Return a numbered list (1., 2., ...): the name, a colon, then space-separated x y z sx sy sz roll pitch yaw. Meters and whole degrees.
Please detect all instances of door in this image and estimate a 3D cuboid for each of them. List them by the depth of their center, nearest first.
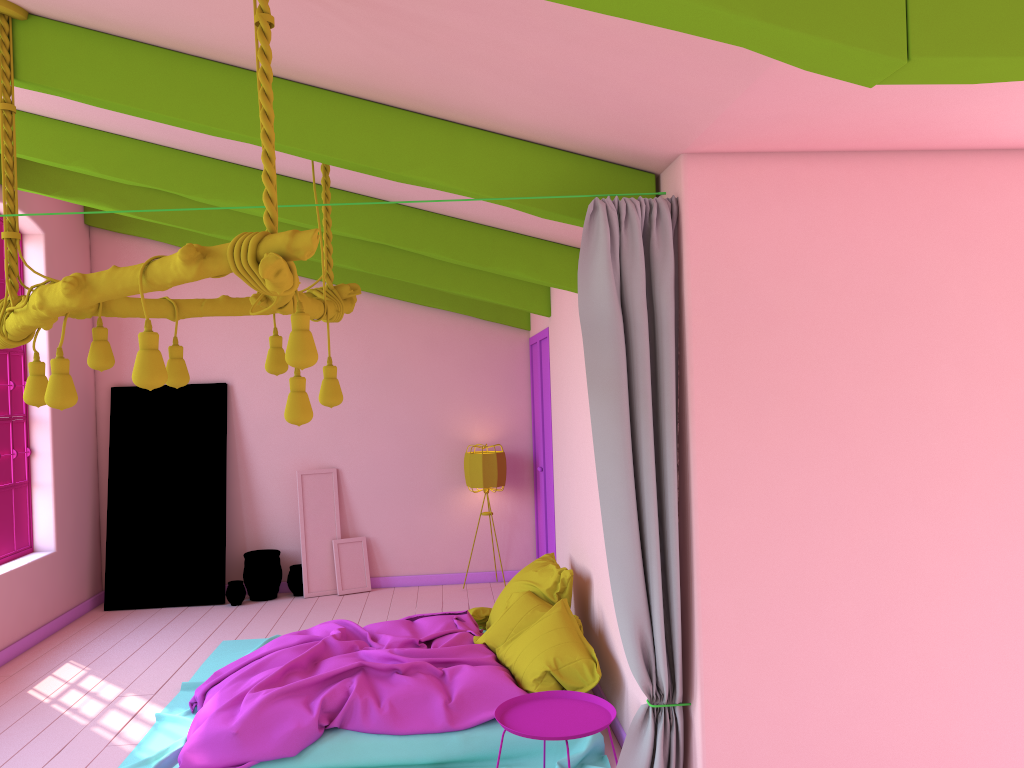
1. door: 0.305 0.800 8.612 0.108 2.590 1.677 -2 0 -5
2. door: -3.469 1.108 8.928 1.153 2.211 0.450 -2 0 -5

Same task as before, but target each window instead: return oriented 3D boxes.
1. window: -4.343 0.009 7.420 0.072 3.047 1.275 -2 0 -5

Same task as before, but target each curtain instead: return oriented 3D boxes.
1. curtain: 0.526 0.652 3.680 0.518 2.785 0.525 -2 0 -24

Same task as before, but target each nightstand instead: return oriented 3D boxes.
1. nightstand: 0.219 1.830 4.344 0.596 0.458 0.596 -2 0 33

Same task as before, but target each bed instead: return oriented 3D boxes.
1. bed: -0.949 1.856 5.799 2.802 0.514 3.576 -2 0 -5

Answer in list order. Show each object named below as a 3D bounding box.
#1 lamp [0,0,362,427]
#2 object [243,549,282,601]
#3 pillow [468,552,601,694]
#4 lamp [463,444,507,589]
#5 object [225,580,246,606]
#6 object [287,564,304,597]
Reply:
1. lamp: -1.177 -0.967 3.133 1.610 2.264 1.776 -2 0 -23
2. object: -2.526 1.938 8.991 0.386 0.471 0.386 -2 0 38
3. pillow: 0.110 1.659 6.140 0.848 0.822 2.617 -2 0 -15
4. lamp: -0.233 1.351 9.113 0.491 1.466 0.476 -2 0 25
5. object: -2.725 2.067 8.756 0.199 0.234 0.199 -2 0 -37
6. object: -2.177 2.015 9.094 0.260 0.306 0.260 -2 0 28
